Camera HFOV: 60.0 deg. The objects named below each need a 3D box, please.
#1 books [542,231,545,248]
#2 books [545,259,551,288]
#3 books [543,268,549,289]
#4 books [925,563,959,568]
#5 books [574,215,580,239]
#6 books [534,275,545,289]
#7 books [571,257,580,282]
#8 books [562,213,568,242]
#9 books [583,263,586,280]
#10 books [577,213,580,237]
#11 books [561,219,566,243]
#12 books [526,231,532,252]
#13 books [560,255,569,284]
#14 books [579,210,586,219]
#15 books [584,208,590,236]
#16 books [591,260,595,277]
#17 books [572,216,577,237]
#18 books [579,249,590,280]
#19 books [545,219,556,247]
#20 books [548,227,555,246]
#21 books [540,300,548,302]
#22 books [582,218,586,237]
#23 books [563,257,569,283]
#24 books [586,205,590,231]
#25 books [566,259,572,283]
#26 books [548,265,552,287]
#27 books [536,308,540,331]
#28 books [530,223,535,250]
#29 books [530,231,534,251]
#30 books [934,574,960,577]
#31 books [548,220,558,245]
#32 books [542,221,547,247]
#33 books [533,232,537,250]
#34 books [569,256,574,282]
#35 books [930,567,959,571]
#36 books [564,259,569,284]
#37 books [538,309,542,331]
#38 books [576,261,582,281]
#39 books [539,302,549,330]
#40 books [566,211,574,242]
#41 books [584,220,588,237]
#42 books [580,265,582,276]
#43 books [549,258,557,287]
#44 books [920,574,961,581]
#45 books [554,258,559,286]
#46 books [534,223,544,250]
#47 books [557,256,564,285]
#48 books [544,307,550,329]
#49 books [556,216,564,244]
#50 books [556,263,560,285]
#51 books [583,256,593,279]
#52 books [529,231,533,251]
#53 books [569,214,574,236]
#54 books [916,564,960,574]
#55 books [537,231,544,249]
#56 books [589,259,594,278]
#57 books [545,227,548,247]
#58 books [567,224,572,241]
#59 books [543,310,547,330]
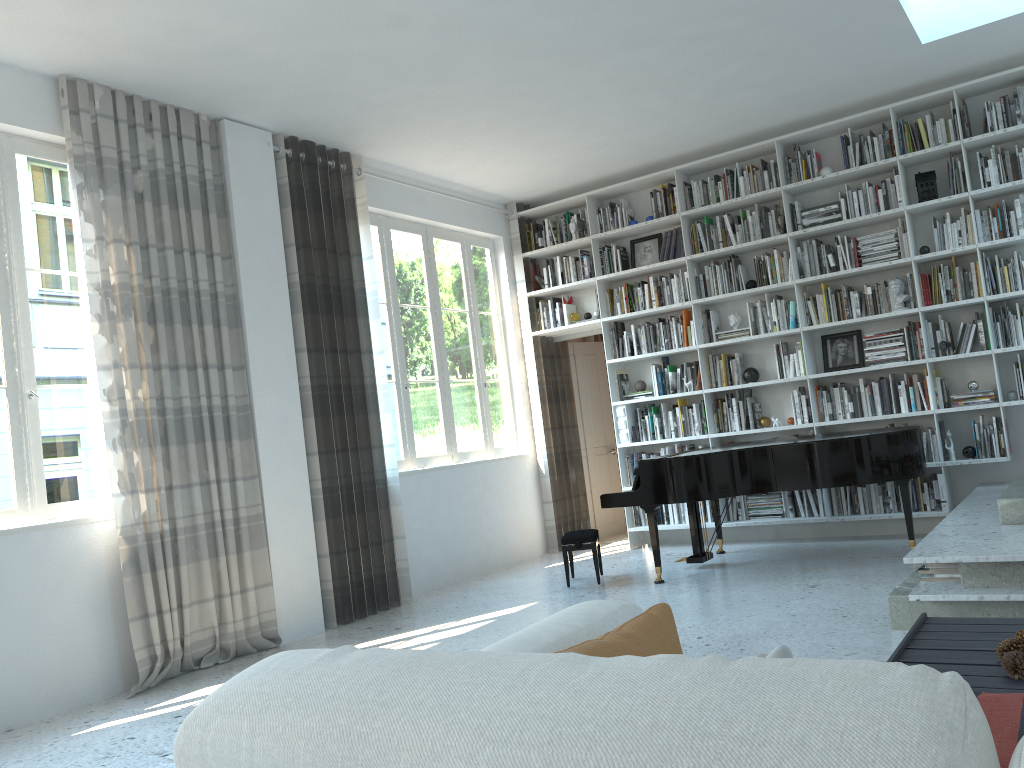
[{"bbox_3d":[0.341,-1.320,8.242,0.031,0.195,0.145,-9,-4,33],"label":"books"},{"bbox_3d":[0.370,-1.005,8.223,0.012,0.296,0.162,-9,-4,33],"label":"books"},{"bbox_3d":[0.354,-0.963,8.231,0.034,0.217,0.166,-9,-4,33],"label":"books"},{"bbox_3d":[2.011,0.812,4.115,0.157,0.027,0.287,-9,-4,28],"label":"books"},{"bbox_3d":[0.629,-1.397,8.036,0.021,0.253,0.179,-9,-4,33],"label":"books"},{"bbox_3d":[0.298,-0.932,8.282,0.121,0.175,0.129,-9,-4,33],"label":"books"},{"bbox_3d":[0.607,-1.022,8.049,0.030,0.250,0.165,-9,-4,33],"label":"books"},{"bbox_3d":[0.518,-1.405,8.107,0.014,0.304,0.145,-9,-4,33],"label":"books"},{"bbox_3d":[0.703,-1.002,8.008,0.031,0.182,0.151,-9,-4,33],"label":"books"},{"bbox_3d":[0.647,-1.403,8.021,0.027,0.259,0.147,-9,-4,33],"label":"books"},{"bbox_3d":[0.510,-1.379,8.129,0.030,0.257,0.130,-9,-4,33],"label":"books"},{"bbox_3d":[0.193,-1.310,8.309,0.014,0.219,0.188,-9,-4,33],"label":"books"},{"bbox_3d":[0.514,-1.027,8.123,0.037,0.291,0.155,-9,-4,33],"label":"books"},{"bbox_3d":[0.669,-1.422,8.020,0.013,0.292,0.154,-9,-4,33],"label":"books"},{"bbox_3d":[0.721,-1.429,7.976,0.022,0.286,0.175,-9,-4,33],"label":"books"},{"bbox_3d":[0.770,-1.016,7.954,0.026,0.187,0.154,-9,-4,33],"label":"books"},{"bbox_3d":[0.605,-1.389,8.041,0.025,0.243,0.167,-9,-4,33],"label":"books"},{"bbox_3d":[0.669,-1.059,8.010,0.012,0.303,0.189,-9,-4,33],"label":"books"},{"bbox_3d":[0.378,-1.372,8.194,0.028,0.283,0.189,-9,-4,33],"label":"books"},{"bbox_3d":[0.402,-1.338,8.169,0.030,0.206,0.175,-9,-4,33],"label":"books"},{"bbox_3d":[0.318,-0.628,8.283,0.013,0.302,0.135,-9,-4,33],"label":"books"},{"bbox_3d":[0.686,-1.382,8.005,0.023,0.204,0.145,-9,-4,33],"label":"books"},{"bbox_3d":[0.532,-1.019,8.102,0.013,0.268,0.162,-9,-4,33],"label":"books"},{"bbox_3d":[0.730,-1.457,7.963,0.014,0.337,0.167,-9,-4,33],"label":"books"},{"bbox_3d":[0.557,-1.010,8.085,0.022,0.244,0.173,-9,-4,33],"label":"books"},{"bbox_3d":[0.400,-0.977,8.187,0.023,0.228,0.171,-9,-4,33],"label":"books"},{"bbox_3d":[0.287,-0.588,8.276,0.013,0.228,0.179,-9,-4,33],"label":"books"},{"bbox_3d":[0.240,-1.351,8.279,0.014,0.286,0.175,-9,-4,33],"label":"books"},{"bbox_3d":[0.234,-1.318,8.296,0.023,0.223,0.151,-9,-4,33],"label":"books"},{"bbox_3d":[2.038,0.865,4.099,0.132,0.014,0.205,-9,-4,33],"label":"books"},{"bbox_3d":[0.423,-1.370,8.147,0.057,0.262,0.190,-9,-4,33],"label":"books"},{"bbox_3d":[0.344,-1.365,8.219,0.010,0.281,0.160,-9,-4,33],"label":"books"},{"bbox_3d":[0.263,-1.309,8.269,0.024,0.194,0.167,-9,-4,33],"label":"books"},{"bbox_3d":[0.583,-1.023,8.065,0.025,0.261,0.167,-9,-4,33],"label":"books"},{"bbox_3d":[2.030,0.832,4.103,0.137,0.019,0.224,-9,-4,34],"label":"books"},{"bbox_3d":[0.543,-1.011,8.094,0.012,0.249,0.192,-9,-4,33],"label":"books"},{"bbox_3d":[0.299,-0.586,8.269,0.013,0.222,0.162,-9,-4,33],"label":"books"},{"bbox_3d":[0.643,-1.007,8.048,0.028,0.212,0.138,-9,-4,33],"label":"books"},{"bbox_3d":[0.321,-0.620,8.253,0.023,0.281,0.170,-9,-4,33],"label":"books"},{"bbox_3d":[0.541,-1.413,8.104,0.029,0.314,0.129,-9,-4,33],"label":"books"},{"bbox_3d":[0.707,-1.375,7.987,0.028,0.184,0.167,-9,-4,33],"label":"books"},{"bbox_3d":[0.672,-1.004,8.038,0.029,0.197,0.144,-9,-4,33],"label":"books"},{"bbox_3d":[0.413,-1.007,8.172,0.023,0.282,0.186,-9,-4,33],"label":"books"},{"bbox_3d":[2.015,0.885,4.115,0.184,0.017,0.230,-9,-5,35],"label":"books"},{"bbox_3d":[0.446,-1.013,8.177,0.028,0.288,0.132,-9,-4,33],"label":"books"},{"bbox_3d":[0.276,-1.349,8.253,0.025,0.269,0.177,-9,-4,33],"label":"books"},{"bbox_3d":[0.480,-1.020,8.122,0.021,0.286,0.179,-9,-4,33],"label":"books"},{"bbox_3d":[0.362,-0.596,8.227,0.010,0.220,0.181,-9,-4,33],"label":"books"},{"bbox_3d":[0.470,-1.387,8.134,0.039,0.282,0.181,-9,-4,33],"label":"books"},{"bbox_3d":[0.470,-0.992,8.161,0.024,0.239,0.155,-9,-4,33],"label":"books"},{"bbox_3d":[0.713,-1.029,7.974,0.029,0.229,0.191,-9,-4,33],"label":"books"},{"bbox_3d":[0.220,-1.317,8.317,0.024,0.228,0.129,-9,-4,33],"label":"books"},{"bbox_3d":[0.578,-1.400,8.075,0.013,0.275,0.158,-9,-4,33],"label":"books"},{"bbox_3d":[2.006,0.854,4.120,0.187,0.017,0.205,-10,-5,38],"label":"books"},{"bbox_3d":[0.304,-1.311,8.237,0.028,0.186,0.182,-9,-4,33],"label":"books"},{"bbox_3d":[0.755,-1.016,7.981,0.029,0.195,0.146,-9,-4,33],"label":"books"},{"bbox_3d":[0.366,-1.341,8.215,0.024,0.227,0.157,-9,-4,33],"label":"books"},{"bbox_3d":[0.564,-1.353,8.077,0.024,0.187,0.159,-9,-4,33],"label":"books"},{"bbox_3d":[0.352,-0.582,8.244,0.029,0.197,0.160,-9,-4,33],"label":"books"}]
